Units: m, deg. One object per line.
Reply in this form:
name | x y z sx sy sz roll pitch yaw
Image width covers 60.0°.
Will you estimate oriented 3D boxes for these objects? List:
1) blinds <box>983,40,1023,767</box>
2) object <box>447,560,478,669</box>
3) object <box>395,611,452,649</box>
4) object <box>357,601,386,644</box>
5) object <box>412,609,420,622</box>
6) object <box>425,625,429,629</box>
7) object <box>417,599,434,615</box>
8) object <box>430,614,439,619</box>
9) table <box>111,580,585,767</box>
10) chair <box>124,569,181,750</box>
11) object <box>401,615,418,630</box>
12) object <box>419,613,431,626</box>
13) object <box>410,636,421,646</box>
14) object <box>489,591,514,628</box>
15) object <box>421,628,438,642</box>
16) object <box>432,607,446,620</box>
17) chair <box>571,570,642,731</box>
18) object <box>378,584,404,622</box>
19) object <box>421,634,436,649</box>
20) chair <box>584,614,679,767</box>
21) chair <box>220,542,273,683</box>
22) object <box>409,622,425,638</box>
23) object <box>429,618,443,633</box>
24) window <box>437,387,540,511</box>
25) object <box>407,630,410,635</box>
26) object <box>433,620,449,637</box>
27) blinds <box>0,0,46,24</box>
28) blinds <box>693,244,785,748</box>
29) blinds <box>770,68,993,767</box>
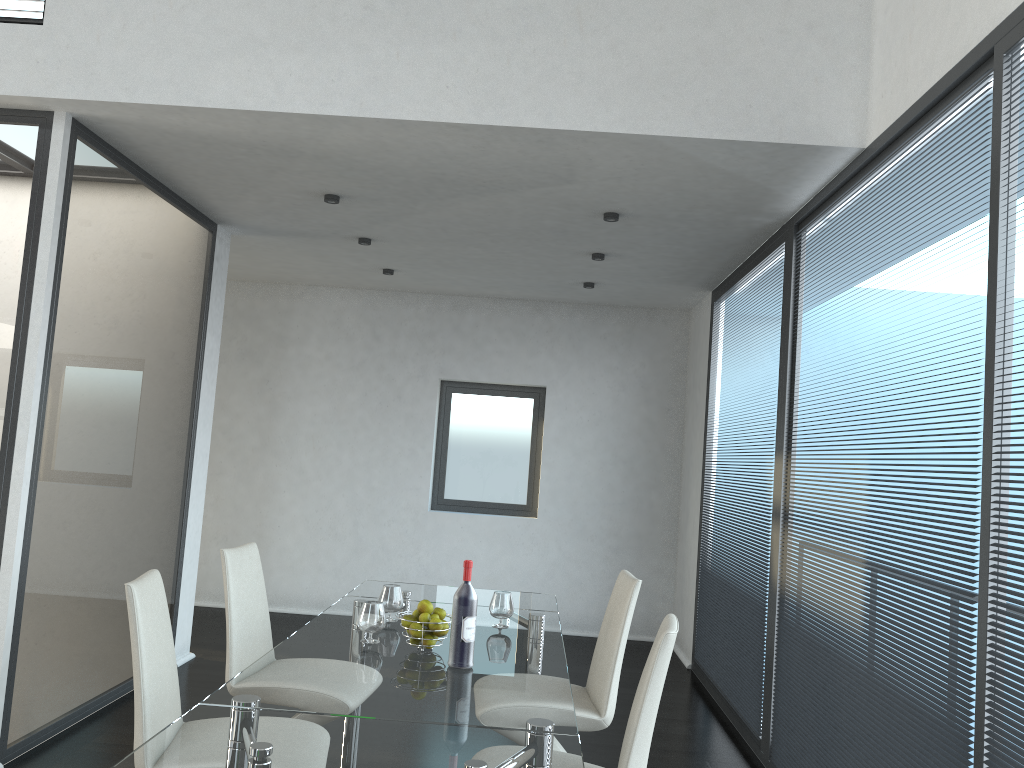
blinds | 1.244 0.278 1.404 0.018 2.537 1.874 4 -5 2
object | -0.148 0.713 2.759 0.082 0.326 0.082 2 -5 22
object | -0.288 0.826 2.947 0.206 0.105 0.206 9 -6 -43
object | -0.477 0.809 3.015 0.098 0.132 0.098 2 -5 21
object | -0.312 0.784 2.989 0.055 0.054 0.050 7 -5 -29
object | -0.273 0.810 3.006 0.047 0.045 0.047 4 -5 6
object | -0.289 0.747 2.960 0.055 0.056 0.055 4 -5 2
object | -0.262 0.786 2.962 0.040 0.038 0.040 7 -5 -27
table | -0.312 1.253 2.998 0.940 0.731 2.720 4 -5 2
chair | -0.859 1.072 2.647 0.612 0.959 0.471 5 -5 -8
object | -0.340 0.791 2.940 0.055 0.048 0.054 5 -5 -5
object | -0.286 0.774 2.917 0.040 0.043 0.044 3 -5 16
object | -0.320 0.851 2.943 0.038 0.038 0.038 4 -5 5
object | -0.041 0.876 3.446 0.098 0.132 0.098 2 -5 21
object | -0.277 0.846 2.973 0.059 0.056 0.061 9 -6 -43
object | -0.246 0.778 2.999 0.047 0.045 0.047 4 -5 2
chair | 0.161 1.215 3.479 0.612 0.959 0.471 4 -5 -3
object | -0.467 0.842 3.412 0.098 0.132 0.098 2 -5 21
object | -0.274 0.847 2.916 0.048 0.048 0.048 3 -5 13
chair | 0.138 1.135 2.527 0.612 0.959 0.471 3 -5 12
chair | -0.853 1.142 3.489 0.612 0.959 0.471 4 -5 7
object | -0.311 0.805 2.903 0.053 0.055 0.054 7 -6 -34
object | -0.249 0.788 2.898 0.047 0.048 0.047 8 -6 -36
window | -0.196 0.549 7.535 0.800 1.000 0.050 4 -5 2
object | -0.332 0.823 2.978 0.045 0.042 0.045 4 -5 -4
object | -0.237 0.809 2.939 0.058 0.058 0.058 7 -5 -31
blinds | -2.404 -2.226 3.808 1.076 1.372 0.048 4 -5 2
blinds | 1.336 0.609 5.362 0.018 2.537 1.787 4 -5 2
blinds | 1.289 0.441 3.342 0.018 2.537 1.874 4 -5 2
